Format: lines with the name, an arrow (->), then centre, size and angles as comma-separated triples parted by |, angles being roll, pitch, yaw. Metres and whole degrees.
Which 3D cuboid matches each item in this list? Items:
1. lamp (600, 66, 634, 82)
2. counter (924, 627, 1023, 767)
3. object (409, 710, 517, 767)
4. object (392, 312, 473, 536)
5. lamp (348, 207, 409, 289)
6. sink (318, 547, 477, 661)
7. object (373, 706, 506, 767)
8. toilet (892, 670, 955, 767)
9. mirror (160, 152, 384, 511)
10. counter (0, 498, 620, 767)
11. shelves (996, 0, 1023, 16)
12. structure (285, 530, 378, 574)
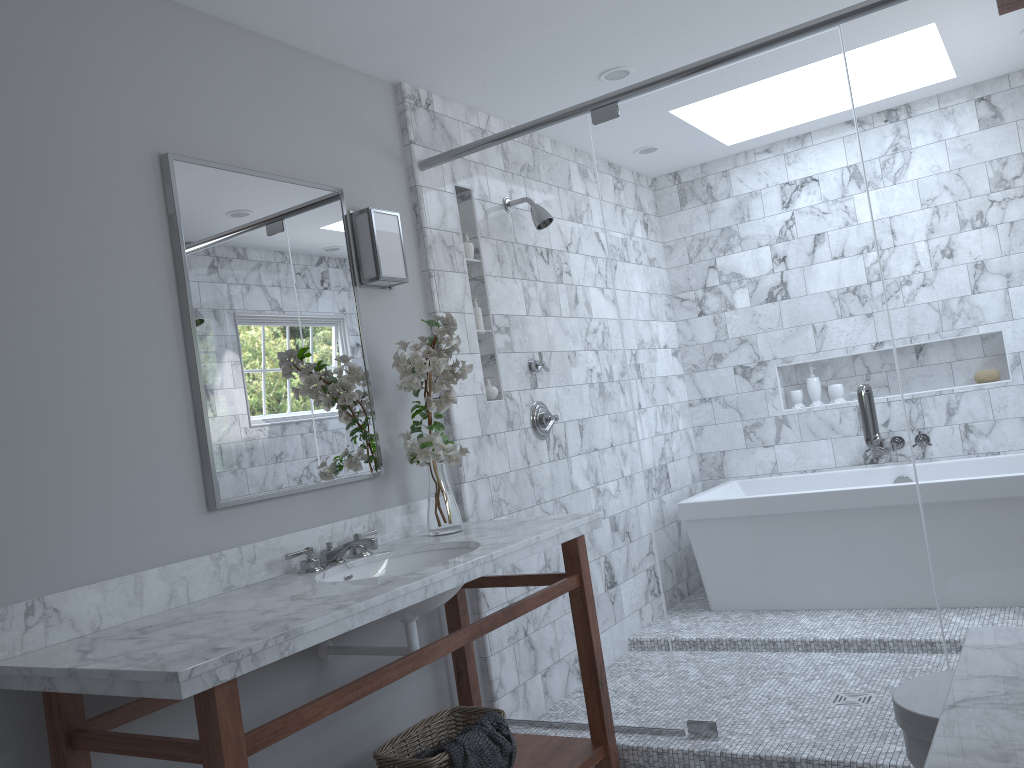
lamp -> 1.197, -1.391, 3.807 | 1.976, 0.050, 1.289 | -10, -3, 32
counter -> 0.824, 0.781, 0.958 | 0.539, 0.810, 0.828 | -10, -3, 32
object -> -0.144, 1.077, 2.542 | 0.322, 0.213, 0.302 | -10, -3, 33
object -> -0.232, 0.140, 2.898 | 0.225, 0.706, 0.374 | -7, -3, -27
lamp -> -0.459, -0.473, 3.090 | 0.091, 0.266, 0.175 | -10, -3, 32
sink -> -0.309, 0.648, 2.479 | 0.517, 0.270, 0.494 | -8, -2, -9
object -> -0.191, 1.100, 2.566 | 0.262, 0.198, 0.417 | -10, -3, 32
toilet -> 1.213, 0.753, 1.889 | 0.722, 0.727, 0.490 | -10, -3, 32
mirror -> -0.692, -0.160, 2.689 | 0.030, 0.977, 0.694 | -10, -3, 32
counter -> -0.345, 0.880, 2.370 | 0.638, 0.983, 1.657 | -10, -3, 32
shelves -> 0.674, -0.849, 0.985 | 0.357, 0.566, 0.647 | -10, -3, 32
structure -> -0.523, 0.496, 2.621 | 0.256, 0.069, 0.295 | -8, -2, -9
